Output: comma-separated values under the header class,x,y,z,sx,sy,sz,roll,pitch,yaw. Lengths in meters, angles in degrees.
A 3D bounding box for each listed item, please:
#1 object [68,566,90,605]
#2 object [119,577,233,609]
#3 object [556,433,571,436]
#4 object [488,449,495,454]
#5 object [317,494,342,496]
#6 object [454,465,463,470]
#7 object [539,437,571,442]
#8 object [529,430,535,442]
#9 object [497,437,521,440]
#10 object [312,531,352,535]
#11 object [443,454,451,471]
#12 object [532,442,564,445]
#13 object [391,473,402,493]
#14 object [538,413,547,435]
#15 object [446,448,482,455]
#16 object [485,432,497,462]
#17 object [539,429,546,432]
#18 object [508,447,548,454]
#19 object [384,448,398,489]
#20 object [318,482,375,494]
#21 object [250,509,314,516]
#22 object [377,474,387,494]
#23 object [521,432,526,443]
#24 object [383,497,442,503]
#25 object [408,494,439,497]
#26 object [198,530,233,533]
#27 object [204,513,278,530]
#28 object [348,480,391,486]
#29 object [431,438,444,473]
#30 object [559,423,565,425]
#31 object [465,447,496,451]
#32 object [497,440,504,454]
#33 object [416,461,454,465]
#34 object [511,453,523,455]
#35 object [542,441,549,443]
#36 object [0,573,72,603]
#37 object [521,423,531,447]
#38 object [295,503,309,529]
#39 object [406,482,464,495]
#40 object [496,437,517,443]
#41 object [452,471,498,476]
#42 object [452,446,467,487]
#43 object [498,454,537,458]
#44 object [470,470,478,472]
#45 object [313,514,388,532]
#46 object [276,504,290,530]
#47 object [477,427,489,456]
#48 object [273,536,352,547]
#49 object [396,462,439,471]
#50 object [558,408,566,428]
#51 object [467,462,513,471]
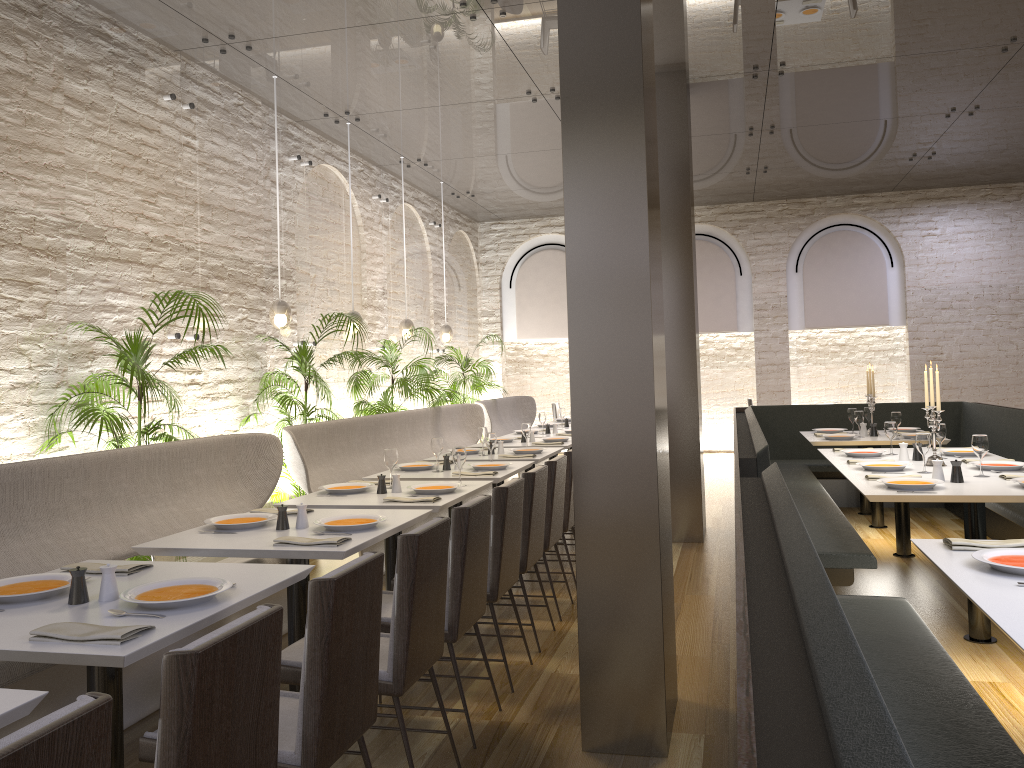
class,x,y,z,sx,sy,sz,roll,pitch,yaw
object,-1.311,0.605,2.678,0.059,0.109,0.059,-2,-1,6
object,-1.009,0.635,2.670,0.322,0.036,0.321,-2,1,-8
object,0.596,0.520,9.111,0.273,0.033,0.142,-2,1,14
object,-0.171,0.519,7.246,0.059,0.109,0.059,-2,-1,6
object,-1.001,0.620,4.937,0.185,0.010,0.017,-2,0,14
object,-0.373,0.537,6.147,0.059,0.109,0.059,-2,-1,6
object,0.414,0.527,8.374,0.322,0.036,0.321,-2,1,-8
object,0.191,0.494,8.410,0.059,0.109,0.059,-2,-1,6
object,-0.007,0.542,8.833,0.273,0.033,0.142,-2,1,14
object,-0.755,0.624,3.707,0.181,0.015,0.038,-2,0,15
object,-0.452,0.540,6.120,0.059,0.109,0.059,-2,-1,6
object,0.326,0.541,8.026,0.273,0.033,0.142,-2,1,14
object,-0.655,0.559,5.018,0.059,0.109,0.059,-2,-1,22
object,0.325,0.419,9.371,0.086,0.231,0.086,-3,-2,44
object,-0.390,0.563,7.370,0.322,0.036,0.321,-2,1,-8
object,-0.152,0.468,6.410,0.086,0.231,0.086,-2,-2,20
object,0.264,0.521,9.918,0.273,0.033,0.142,-2,1,14
object,0.131,0.549,7.238,0.322,0.036,0.321,-2,1,-8
object,-0.711,0.498,5.218,0.086,0.231,0.086,-1,-2,-34
object,-0.953,0.606,5.115,0.321,0.036,0.321,-2,1,-41
object,-1.127,0.627,4.342,0.273,0.033,0.142,-2,1,14
object,-0.734,0.561,4.991,0.059,0.109,0.059,-2,-1,22
object,0.112,0.497,8.382,0.059,0.109,0.059,-2,-1,6
object,-0.520,0.605,4.634,0.273,0.033,0.142,-2,1,14
object,-0.481,0.603,4.806,0.181,0.015,0.038,-2,0,15
object,-1.275,0.641,3.838,0.185,0.010,0.017,-2,0,14
object,-1.227,0.627,4.015,0.322,0.036,0.321,-2,1,-8
object,-0.853,0.606,5.441,0.273,0.033,0.142,-2,1,14
object,-0.508,0.483,6.032,0.086,0.231,0.086,-1,-2,-28
object,0.531,0.501,10.988,0.273,0.033,0.142,-2,1,14
object,-0.290,0.564,7.697,0.273,0.033,0.142,-2,1,14
object,-0.092,0.516,7.274,0.059,0.109,0.059,-2,-1,6
object,-0.571,0.585,6.570,0.273,0.033,0.142,-2,1,14
object,0.082,0.560,7.062,0.181,0.015,0.038,-2,0,15
object,0.365,0.538,8.198,0.181,0.015,0.038,-2,0,15
object,-1.530,0.650,2.802,0.322,0.036,0.321,-2,1,-8
object,0.123,0.447,7.512,0.086,0.231,0.086,-1,-2,-34
object,-0.929,0.580,3.919,0.059,0.109,0.059,-2,-1,6
object,-0.432,0.591,4.983,0.321,0.036,0.321,-2,1,-41
object,-0.107,0.542,8.506,0.322,0.036,0.321,-2,1,-8
object,-0.239,0.584,5.763,0.273,0.033,0.142,-2,1,14
object,-0.309,0.486,5.225,0.086,0.231,0.086,-1,-2,-34
object,0.042,0.562,6.890,0.273,0.033,0.142,-2,1,14
object,-0.199,0.581,5.935,0.181,0.015,0.038,-2,0,15
object,-0.706,0.612,3.884,0.322,0.036,0.321,-2,1,-8
object,-1.008,0.582,3.892,0.059,0.109,0.059,-2,-1,6
object,-0.234,0.462,7.133,0.086,0.231,0.086,-1,-2,-34
object,-0.794,0.626,3.535,0.273,0.033,0.142,-2,1,14
object,-0.671,0.585,6.243,0.322,0.036,0.321,-2,1,-4
object,0.590,0.399,10.435,0.086,0.231,0.086,-3,-2,44
object,-0.151,0.570,6.112,0.322,0.036,0.321,-2,1,-4
